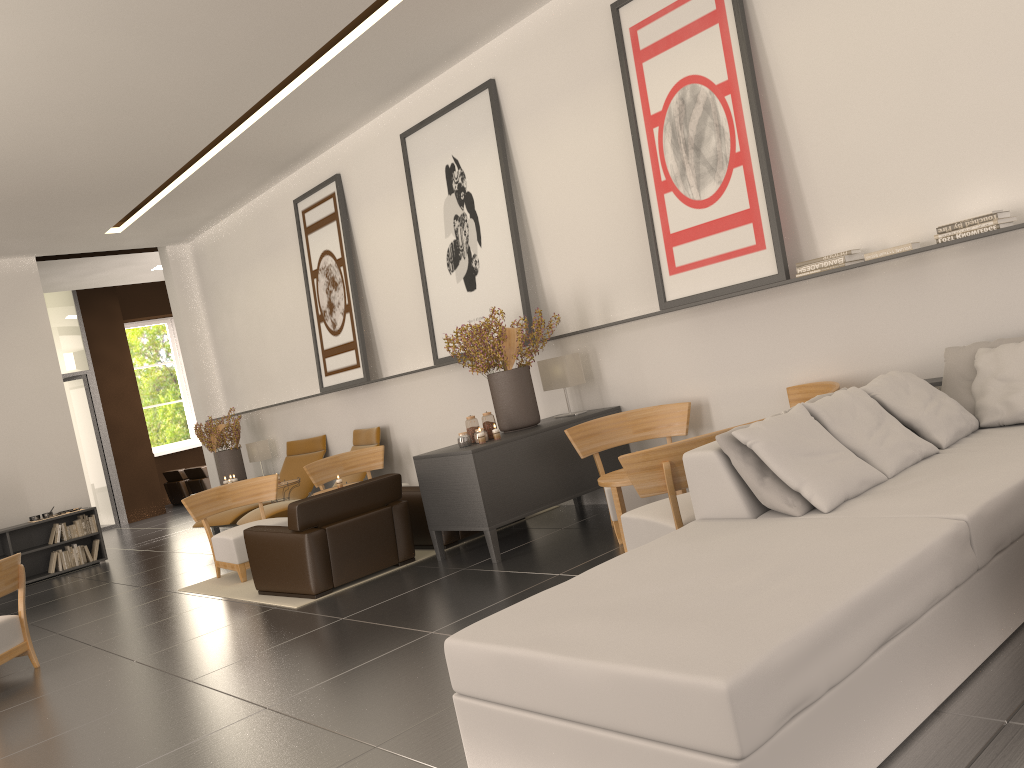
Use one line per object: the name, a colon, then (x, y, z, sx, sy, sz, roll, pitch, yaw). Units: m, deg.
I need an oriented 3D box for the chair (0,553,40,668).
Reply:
chair: (-5.595, 2.502, 8.988, 1.150, 1.226, 1.452, -12, 1, 4)

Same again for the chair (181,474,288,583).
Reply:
chair: (-3.639, 1.974, 12.277, 1.455, 1.226, 1.148, -13, 1, -41)

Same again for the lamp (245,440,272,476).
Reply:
lamp: (-5.145, 1.553, 18.137, 0.258, 0.756, 0.513, -13, 1, -41)

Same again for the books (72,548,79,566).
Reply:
books: (-8.326, 3.288, 16.862, 0.042, 0.335, 0.248, -13, 1, -41)

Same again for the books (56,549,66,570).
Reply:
books: (-8.498, 3.309, 16.713, 0.042, 0.377, 0.248, -13, 1, -41)

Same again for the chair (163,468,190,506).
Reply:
chair: (-9.596, 3.005, 26.958, 1.503, 1.076, 1.535, -13, 1, -41)

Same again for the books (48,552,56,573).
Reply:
books: (-8.615, 3.348, 16.606, 0.154, 0.360, 0.249, -13, 1, -41)

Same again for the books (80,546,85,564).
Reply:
books: (-8.238, 3.264, 16.928, 0.020, 0.342, 0.267, -13, 1, -41)

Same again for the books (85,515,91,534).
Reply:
books: (-8.184, 2.708, 17.071, 0.039, 0.358, 0.209, -13, 1, -41)

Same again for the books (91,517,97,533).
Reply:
books: (-8.110, 2.717, 17.122, 0.048, 0.305, 0.225, -13, 1, -41)

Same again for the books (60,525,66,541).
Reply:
books: (-8.509, 2.814, 16.759, 0.017, 0.305, 0.238, -13, 1, -41)

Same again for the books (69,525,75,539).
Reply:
books: (-8.400, 2.816, 16.898, 0.055, 0.249, 0.166, -13, 1, -41)

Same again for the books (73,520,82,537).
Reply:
books: (-8.300, 2.760, 16.941, 0.055, 0.311, 0.244, -13, 1, -41)

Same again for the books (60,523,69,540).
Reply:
books: (-8.485, 2.796, 16.816, 0.055, 0.329, 0.186, -13, 1, -41)

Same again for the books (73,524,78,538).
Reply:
books: (-8.359, 2.806, 16.934, 0.055, 0.249, 0.166, -13, 1, -41)

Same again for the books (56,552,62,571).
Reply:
books: (-8.530, 3.335, 16.671, 0.071, 0.344, 0.265, -13, 1, -41)

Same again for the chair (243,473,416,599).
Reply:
chair: (-2.139, 1.765, 10.499, 1.541, 1.076, 1.496, -13, 1, -41)

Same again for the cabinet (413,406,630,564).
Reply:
cabinet: (0.228, 1.159, 10.614, 2.405, 1.239, 1.118, -14, 1, -41)

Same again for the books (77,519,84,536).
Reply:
books: (-8.268, 2.749, 16.976, 0.039, 0.318, 0.235, -13, 1, -41)

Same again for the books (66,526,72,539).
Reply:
books: (-8.441, 2.826, 16.861, 0.055, 0.249, 0.166, -13, 1, -41)

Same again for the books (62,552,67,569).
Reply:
books: (-8.468, 3.330, 16.732, 0.018, 0.321, 0.251, -13, 1, -41)

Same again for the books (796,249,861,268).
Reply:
books: (2.994, -1.190, 8.393, 0.525, 0.040, 0.300, -11, 2, 39)

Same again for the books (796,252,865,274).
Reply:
books: (3.019, -1.144, 8.401, 0.392, 0.063, 0.496, -14, 2, -41)

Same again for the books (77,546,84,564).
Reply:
books: (-8.256, 3.260, 16.914, 0.023, 0.356, 0.266, -13, 1, -41)

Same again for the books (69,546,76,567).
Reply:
books: (-8.371, 3.277, 16.844, 0.042, 0.377, 0.220, -13, 1, -41)

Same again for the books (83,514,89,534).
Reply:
books: (-8.210, 2.700, 17.044, 0.029, 0.385, 0.219, -13, 1, -41)

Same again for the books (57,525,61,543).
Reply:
books: (-8.560, 2.820, 16.706, 0.131, 0.322, 0.251, -13, 1, -41)

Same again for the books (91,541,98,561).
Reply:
books: (-8.058, 3.212, 17.101, 0.154, 0.360, 0.249, -13, 1, -41)

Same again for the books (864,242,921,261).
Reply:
books: (3.403, -1.184, 7.928, 0.406, 0.064, 0.301, -11, 2, 39)

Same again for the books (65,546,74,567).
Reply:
books: (-8.398, 3.269, 16.816, 0.031, 0.406, 0.231, -13, 1, -41)

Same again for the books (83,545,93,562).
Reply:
books: (-8.156, 3.254, 17.018, 0.106, 0.325, 0.237, -13, 1, -41)

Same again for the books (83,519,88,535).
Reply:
books: (-8.221, 2.745, 17.030, 0.017, 0.302, 0.215, -13, 1, -41)

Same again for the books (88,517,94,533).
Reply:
books: (-8.138, 2.720, 17.084, 0.039, 0.312, 0.245, -13, 1, -41)

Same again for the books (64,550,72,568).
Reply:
books: (-8.409, 3.313, 16.776, 0.016, 0.328, 0.265, -13, 1, -41)

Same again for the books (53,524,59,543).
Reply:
books: (-8.596, 2.812, 16.688, 0.138, 0.354, 0.235, -13, 1, -41)

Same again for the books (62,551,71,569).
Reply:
books: (-8.439, 3.320, 16.755, 0.057, 0.328, 0.257, -13, 1, -41)

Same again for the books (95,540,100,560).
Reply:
books: (-8.037, 3.201, 17.119, 0.156, 0.371, 0.251, -13, 1, -41)

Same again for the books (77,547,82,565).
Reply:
books: (-8.269, 3.271, 16.901, 0.014, 0.342, 0.266, -13, 1, -41)

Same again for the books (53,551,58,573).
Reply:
books: (-8.594, 3.337, 16.625, 0.156, 0.371, 0.251, -13, 1, -41)

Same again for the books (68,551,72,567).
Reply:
books: (-8.408, 3.317, 16.802, 0.018, 0.318, 0.226, -13, 1, -41)

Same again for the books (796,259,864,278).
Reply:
books: (3.012, -1.093, 8.402, 0.377, 0.032, 0.503, -14, 2, -41)

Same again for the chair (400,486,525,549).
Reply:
chair: (-0.822, 1.442, 11.668, 1.541, 1.076, 1.496, -13, 1, -41)

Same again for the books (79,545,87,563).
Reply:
books: (-8.232, 3.259, 16.981, 0.057, 0.346, 0.196, -13, 1, -41)

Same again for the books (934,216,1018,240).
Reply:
books: (3.858, -1.299, 7.386, 0.351, 0.038, 0.524, -14, 2, -36)

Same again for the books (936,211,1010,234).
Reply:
books: (3.823, -1.338, 7.351, 0.285, 0.053, 0.484, -14, 2, -41)

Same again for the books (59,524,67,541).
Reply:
books: (-8.491, 2.800, 16.766, 0.019, 0.324, 0.254, -13, 1, -41)

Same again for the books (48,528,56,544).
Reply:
books: (-8.628, 2.852, 16.643, 0.142, 0.289, 0.251, -13, 1, -41)

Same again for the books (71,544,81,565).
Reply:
books: (-8.304, 3.247, 16.890, 0.042, 0.404, 0.244, -13, 1, -41)

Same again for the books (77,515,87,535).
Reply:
books: (-8.246, 2.710, 17.003, 0.039, 0.384, 0.232, -13, 1, -41)

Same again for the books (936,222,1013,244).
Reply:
books: (3.843, -1.256, 7.365, 0.317, 0.040, 0.503, -14, 2, -41)

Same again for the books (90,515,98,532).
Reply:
books: (-8.078, 2.692, 17.135, 0.022, 0.338, 0.252, -13, 1, -41)

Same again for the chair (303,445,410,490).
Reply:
chair: (-2.268, 1.639, 13.494, 1.455, 1.226, 1.148, -13, 1, -41)

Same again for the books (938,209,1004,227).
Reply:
books: (3.809, -1.374, 7.365, 0.257, 0.023, 0.433, -14, 2, -41)

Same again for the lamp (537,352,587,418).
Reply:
lamp: (0.658, 0.029, 11.163, 0.258, 0.757, 0.513, -13, 1, -41)
